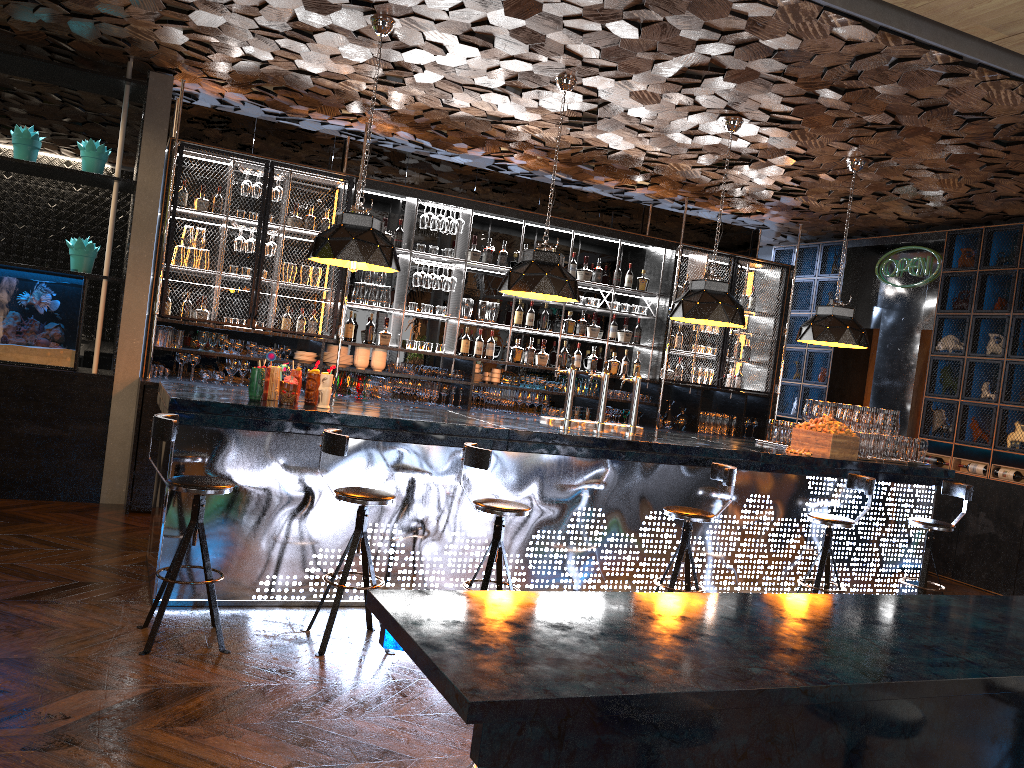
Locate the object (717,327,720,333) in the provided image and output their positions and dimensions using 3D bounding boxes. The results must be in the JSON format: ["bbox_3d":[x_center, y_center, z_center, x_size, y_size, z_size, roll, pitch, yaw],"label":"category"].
[{"bbox_3d":[2.370,-0.693,10.029,0.092,0.244,0.092,6,2,-30],"label":"object"}]

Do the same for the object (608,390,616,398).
[{"bbox_3d":[1.051,0.107,9.390,0.084,0.082,0.084,7,2,-23],"label":"object"}]

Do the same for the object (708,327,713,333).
[{"bbox_3d":[2.303,-0.706,10.179,0.092,0.244,0.092,6,2,-30],"label":"object"}]

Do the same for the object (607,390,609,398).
[{"bbox_3d":[0.976,0.099,9.359,0.084,0.082,0.084,6,2,-32],"label":"object"}]

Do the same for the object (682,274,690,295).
[{"bbox_3d":[1.953,-1.083,9.914,0.086,0.297,0.086,8,2,24],"label":"object"}]

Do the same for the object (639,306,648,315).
[{"bbox_3d":[1.428,-0.793,9.630,0.089,0.092,0.089,6,2,-39],"label":"object"}]

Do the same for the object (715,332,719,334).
[{"bbox_3d":[2.397,-0.695,10.222,0.092,0.244,0.092,6,2,-30],"label":"object"}]

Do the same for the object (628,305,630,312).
[{"bbox_3d":[1.246,-0.818,9.713,0.089,0.092,0.089,6,2,-39],"label":"object"}]

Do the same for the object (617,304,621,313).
[{"bbox_3d":[1.141,-0.831,9.692,0.089,0.092,0.089,6,2,-39],"label":"object"}]

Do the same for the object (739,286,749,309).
[{"bbox_3d":[2.685,-0.990,10.246,0.083,0.282,0.083,7,1,-9],"label":"object"}]

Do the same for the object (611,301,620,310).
[{"bbox_3d":[1.100,-0.831,9.483,0.089,0.092,0.089,6,2,-39],"label":"object"}]

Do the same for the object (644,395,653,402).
[{"bbox_3d":[1.464,0.161,9.563,0.088,0.070,0.098,7,1,-15],"label":"object"}]

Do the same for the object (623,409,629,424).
[{"bbox_3d":[1.264,0.361,9.785,0.107,0.152,0.107,7,2,-18],"label":"object"}]

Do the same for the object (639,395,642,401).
[{"bbox_3d":[1.352,0.147,9.566,0.088,0.070,0.098,8,1,11],"label":"object"}]

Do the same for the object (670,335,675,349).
[{"bbox_3d":[1.733,-0.508,9.859,0.151,0.248,0.094,7,2,-15],"label":"object"}]

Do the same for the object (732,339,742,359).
[{"bbox_3d":[2.611,-0.433,10.262,0.086,0.299,0.086,8,2,24],"label":"object"}]

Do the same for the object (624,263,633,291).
[{"bbox_3d":[1.271,-1.163,9.634,0.086,0.298,0.086,8,2,24],"label":"object"}]

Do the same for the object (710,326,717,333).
[{"bbox_3d":[2.280,-0.704,9.988,0.092,0.244,0.092,6,2,-30],"label":"object"}]

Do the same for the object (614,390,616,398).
[{"bbox_3d":[1.116,0.112,9.526,0.084,0.082,0.084,7,1,3],"label":"object"}]

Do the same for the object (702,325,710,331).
[{"bbox_3d":[2.181,-0.715,9.943,0.092,0.244,0.092,6,2,-30],"label":"object"}]

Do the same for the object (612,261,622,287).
[{"bbox_3d":[1.134,-1.179,9.540,0.086,0.299,0.086,8,2,24],"label":"object"}]

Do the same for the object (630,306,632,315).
[{"bbox_3d":[1.340,-0.808,9.769,0.089,0.092,0.089,8,1,15],"label":"object"}]

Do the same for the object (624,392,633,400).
[{"bbox_3d":[1.248,0.130,9.478,0.084,0.082,0.084,6,2,-42],"label":"object"}]

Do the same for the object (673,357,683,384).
[{"bbox_3d":[1.873,-0.153,9.955,0.086,0.299,0.086,8,2,24],"label":"object"}]

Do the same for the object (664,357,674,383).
[{"bbox_3d":[1.725,-0.158,9.870,0.123,0.279,0.123,6,2,-35],"label":"object"}]

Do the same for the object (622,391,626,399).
[{"bbox_3d":[1.191,0.121,9.560,0.084,0.082,0.084,7,2,-18],"label":"object"}]

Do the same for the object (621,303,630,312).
[{"bbox_3d":[1.219,-0.818,9.570,0.089,0.092,0.089,7,2,-25],"label":"object"}]

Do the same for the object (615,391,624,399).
[{"bbox_3d":[1.140,0.118,9.429,0.084,0.082,0.084,7,1,-7],"label":"object"}]

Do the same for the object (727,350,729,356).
[{"bbox_3d":[2.427,-0.350,10.137,0.089,0.092,0.089,6,2,-40],"label":"object"}]

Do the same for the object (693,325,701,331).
[{"bbox_3d":[2.114,-0.728,10.093,0.092,0.244,0.092,6,2,-30],"label":"object"}]

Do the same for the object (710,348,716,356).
[{"bbox_3d":[2.325,-0.366,10.238,0.089,0.092,0.089,6,2,-40],"label":"object"}]

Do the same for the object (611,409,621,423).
[{"bbox_3d":[1.105,0.350,9.465,0.106,0.148,0.106,7,1,-6],"label":"object"}]

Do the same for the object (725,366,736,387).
[{"bbox_3d":[2.528,-0.068,10.252,0.083,0.282,0.083,6,2,-39],"label":"object"}]

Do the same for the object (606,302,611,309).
[{"bbox_3d":[1.065,-0.839,9.620,0.089,0.092,0.089,8,2,20],"label":"object"}]

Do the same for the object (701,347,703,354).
[{"bbox_3d":[2.219,-0.378,10.181,0.089,0.092,0.089,9,2,41],"label":"object"}]

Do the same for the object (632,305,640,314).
[{"bbox_3d":[1.339,-0.803,9.583,0.089,0.092,0.089,8,1,15],"label":"object"}]

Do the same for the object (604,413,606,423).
[{"bbox_3d":[0.949,0.321,9.344,0.089,0.174,0.089,8,2,26],"label":"object"}]

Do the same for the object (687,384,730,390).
[{"bbox_3d":[2.224,0.031,10.064,0.437,0.019,0.273,7,2,-24],"label":"object"}]

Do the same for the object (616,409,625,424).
[{"bbox_3d":[1.162,0.354,9.621,0.106,0.148,0.106,7,1,4],"label":"object"}]

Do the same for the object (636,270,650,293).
[{"bbox_3d":[1.426,-1.118,9.671,0.151,0.248,0.094,7,1,4],"label":"object"}]

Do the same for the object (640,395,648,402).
[{"bbox_3d":[1.421,0.153,9.651,0.098,0.070,0.088,7,1,3],"label":"object"}]

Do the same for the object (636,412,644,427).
[{"bbox_3d":[1.369,0.380,9.563,0.107,0.152,0.107,7,1,1],"label":"object"}]

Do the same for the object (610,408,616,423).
[{"bbox_3d":[1.114,0.345,9.725,0.106,0.148,0.106,8,1,15],"label":"object"}]

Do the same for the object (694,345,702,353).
[{"bbox_3d":[2.086,-0.389,9.936,0.089,0.092,0.089,6,2,-40],"label":"object"}]

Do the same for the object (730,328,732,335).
[{"bbox_3d":[2.464,-0.682,10.072,0.092,0.244,0.092,6,2,-30],"label":"object"}]

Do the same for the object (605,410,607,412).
[{"bbox_3d":[1.009,0.333,9.678,0.106,0.148,0.106,7,1,-6],"label":"object"}]

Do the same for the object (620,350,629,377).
[{"bbox_3d":[1.234,-0.225,9.675,0.086,0.298,0.086,8,2,24],"label":"object"}]

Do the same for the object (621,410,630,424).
[{"bbox_3d":[1.210,0.363,9.515,0.106,0.148,0.106,7,1,-15],"label":"object"}]

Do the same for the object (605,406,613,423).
[{"bbox_3d":[1.022,0.328,9.442,0.089,0.174,0.089,8,2,26],"label":"object"}]

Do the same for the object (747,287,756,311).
[{"bbox_3d":[2.801,-0.986,10.328,0.086,0.298,0.086,8,2,29],"label":"object"}]

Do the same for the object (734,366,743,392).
[{"bbox_3d":[2.637,-0.063,10.316,0.086,0.298,0.086,8,2,24],"label":"object"}]

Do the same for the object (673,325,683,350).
[{"bbox_3d":[1.870,-0.517,9.935,0.086,0.298,0.086,8,2,24],"label":"object"}]

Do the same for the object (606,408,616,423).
[{"bbox_3d":[1.059,0.342,9.572,0.106,0.148,0.106,7,1,8],"label":"object"}]

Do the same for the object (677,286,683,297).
[{"bbox_3d":[1.823,-1.087,9.837,0.123,0.279,0.123,7,2,-16],"label":"object"}]

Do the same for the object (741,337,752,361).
[{"bbox_3d":[2.734,-0.410,10.316,0.083,0.282,0.083,7,1,-14],"label":"object"}]

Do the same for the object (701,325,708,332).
[{"bbox_3d":[2.213,-0.716,10.138,0.092,0.244,0.092,6,2,-30],"label":"object"}]
